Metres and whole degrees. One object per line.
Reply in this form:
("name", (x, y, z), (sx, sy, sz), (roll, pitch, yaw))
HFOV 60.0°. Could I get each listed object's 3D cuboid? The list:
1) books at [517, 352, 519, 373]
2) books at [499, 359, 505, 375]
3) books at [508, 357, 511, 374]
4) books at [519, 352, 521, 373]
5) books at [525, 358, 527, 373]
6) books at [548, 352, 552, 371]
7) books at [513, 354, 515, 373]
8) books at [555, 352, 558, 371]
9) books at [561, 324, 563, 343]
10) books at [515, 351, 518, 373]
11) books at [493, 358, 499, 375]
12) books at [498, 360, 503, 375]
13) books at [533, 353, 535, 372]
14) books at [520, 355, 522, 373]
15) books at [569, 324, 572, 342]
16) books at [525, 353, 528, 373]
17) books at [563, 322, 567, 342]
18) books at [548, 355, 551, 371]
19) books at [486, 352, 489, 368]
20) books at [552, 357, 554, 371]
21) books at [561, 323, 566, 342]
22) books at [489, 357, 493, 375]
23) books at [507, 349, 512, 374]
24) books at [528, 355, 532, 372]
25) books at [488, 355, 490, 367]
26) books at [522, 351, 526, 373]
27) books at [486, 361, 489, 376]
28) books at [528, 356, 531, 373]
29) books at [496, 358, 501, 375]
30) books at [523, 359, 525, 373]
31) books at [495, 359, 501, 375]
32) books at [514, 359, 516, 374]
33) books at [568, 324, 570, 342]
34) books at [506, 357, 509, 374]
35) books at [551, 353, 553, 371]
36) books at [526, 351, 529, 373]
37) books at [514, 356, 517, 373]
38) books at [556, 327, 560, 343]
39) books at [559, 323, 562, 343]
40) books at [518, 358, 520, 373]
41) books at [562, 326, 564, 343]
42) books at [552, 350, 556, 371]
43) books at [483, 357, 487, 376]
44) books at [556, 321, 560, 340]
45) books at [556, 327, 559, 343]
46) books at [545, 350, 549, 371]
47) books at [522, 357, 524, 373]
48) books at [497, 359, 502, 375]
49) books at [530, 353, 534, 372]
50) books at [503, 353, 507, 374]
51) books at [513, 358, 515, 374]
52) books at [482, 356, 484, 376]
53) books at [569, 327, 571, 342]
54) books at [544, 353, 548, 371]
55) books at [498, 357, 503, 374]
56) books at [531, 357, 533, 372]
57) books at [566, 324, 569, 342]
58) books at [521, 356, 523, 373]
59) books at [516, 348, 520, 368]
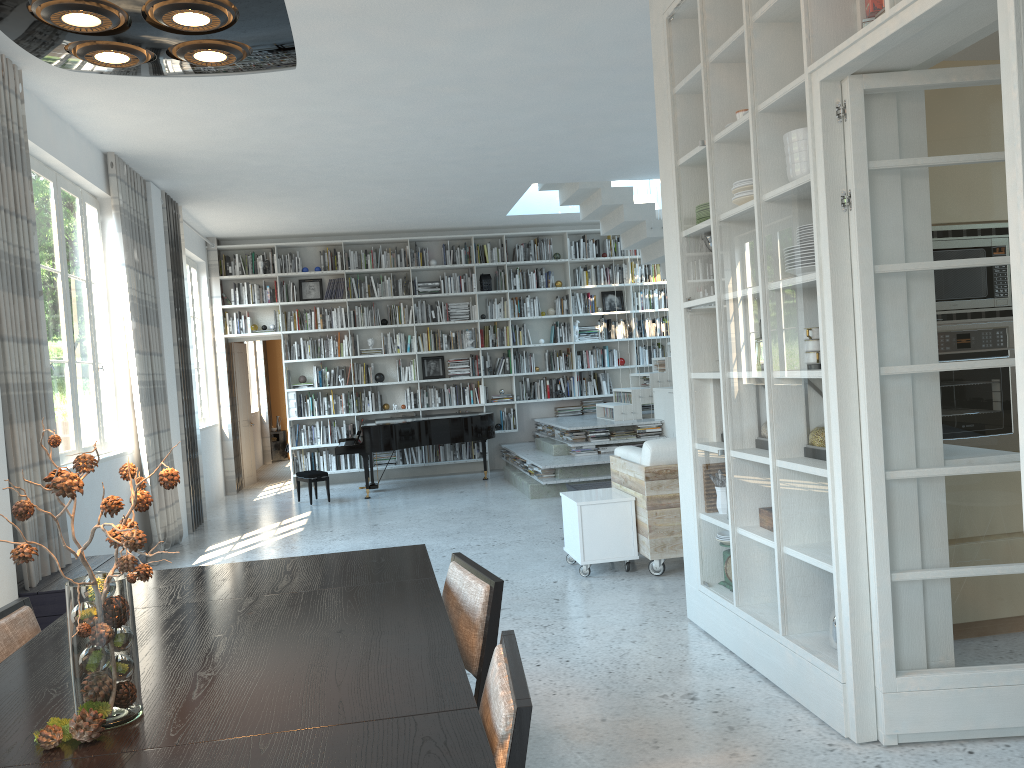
("books", (0.069, -0.283, 11.906), (0.006, 0.281, 0.155), (-4, 2, -9))
("books", (-0.145, -0.226, 11.876), (0.091, 0.205, 0.169), (-4, 2, -9))
("books", (-0.049, -0.247, 11.886), (0.021, 0.226, 0.148), (-4, 2, -9))
("books", (0.102, -0.287, 11.903), (0.005, 0.284, 0.159), (-4, 2, -9))
("books", (0.180, -0.252, 11.932), (0.013, 0.203, 0.167), (-4, 2, -9))
("books", (0.511, -0.306, 11.981), (0.015, 0.262, 0.149), (-4, 2, -9))
("books", (0.019, -0.272, 11.894), (0.010, 0.266, 0.158), (-4, 2, -9))
("books", (0.582, -0.305, 11.972), (0.018, 0.251, 0.184), (-4, 2, -9))
("books", (0.660, -0.683, 11.988), (0.015, 0.259, 0.152), (-4, 2, -9))
("books", (0.057, -0.289, 11.905), (0.018, 0.295, 0.177), (-4, 2, -9))
("books", (-0.219, -0.233, 11.847), (0.095, 0.228, 0.190), (-4, 2, -9))
("books", (-0.160, -0.232, 11.885), (0.090, 0.215, 0.139), (-4, 2, -9))
("books", (0.283, -0.284, 11.944), (0.013, 0.251, 0.172), (-4, 2, -9))
("books", (0.111, -0.270, 11.908), (0.013, 0.249, 0.165), (-4, 2, -9))
("books", (0.785, -0.685, 12.004), (0.010, 0.246, 0.158), (-4, 2, -9))
("books", (0.192, -0.285, 11.921), (0.012, 0.267, 0.183), (-4, 2, -9))
("books", (0.716, -0.693, 11.983), (0.012, 0.273, 0.183), (-4, 2, -9))
("books", (0.499, -0.281, 11.966), (0.015, 0.216, 0.177), (-4, 2, -9))
("books", (-0.325, -0.268, 11.847), (0.013, 0.307, 0.141), (-4, 2, -9))
("books", (0.541, -0.281, 12.006), (0.031, 0.208, 0.122), (-4, 2, -9))
("books", (0.690, -0.693, 12.001), (0.032, 0.275, 0.154), (-4, 2, -9))
("books", (-0.289, -0.242, 11.863), (0.035, 0.248, 0.141), (-4, 2, -9))
("books", (-0.035, -0.298, 11.885), (0.014, 0.325, 0.182), (-4, 2, -9))
("books", (0.242, -0.274, 11.936), (0.015, 0.238, 0.176), (-4, 2, -9))
("books", (-0.313, -0.249, 11.858), (0.012, 0.266, 0.157), (-4, 2, -9))
("books", (0.160, -0.297, 11.910), (0.014, 0.297, 0.175), (-4, 2, -9))
("books", (-0.339, -0.209, 11.830), (0.027, 0.192, 0.182), (-4, 1, -9))
("books", (0.230, -0.266, 11.944), (0.008, 0.223, 0.133), (-4, 2, -9))
("books", (-0.190, -0.235, 11.877), (0.095, 0.226, 0.144), (-4, 2, -9))
("books", (0.150, -0.241, 11.911), (0.013, 0.186, 0.183), (-4, 1, -9))
("books", (-0.202, -0.226, 11.854), (0.089, 0.210, 0.175), (-4, 2, -9))
("books", (0.032, -0.234, 11.907), (0.015, 0.188, 0.168), (-4, 2, -9))
("books", (0.753, -0.686, 11.993), (0.011, 0.253, 0.169), (-4, 2, -9))
("books", (-0.072, -0.244, 11.871), (0.029, 0.223, 0.171), (-4, 2, -9))
("books", (0.522, -0.305, 11.983), (0.008, 0.259, 0.158), (-4, 2, -9))
("books", (0.208, -0.295, 11.939), (0.006, 0.285, 0.159), (-4, 2, -9))
("books", (0.042, -0.261, 11.917), (0.011, 0.239, 0.136), (-4, 2, -9))
("books", (0.611, -0.659, 11.978), (0.013, 0.219, 0.187), (-4, 2, -9))
("books", (0.644, -0.683, 11.985), (0.018, 0.263, 0.165), (-4, 2, -9))
("books", (0.080, -0.246, 11.916), (0.013, 0.204, 0.154), (-4, 2, -9))
("books", (0.676, -0.666, 11.984), (0.012, 0.224, 0.178), (-4, 2, -9))
("books", (0.564, -0.321, 11.995), (0.007, 0.285, 0.159), (-4, 2, -9))
("books", (-0.371, -0.238, 11.845), (0.028, 0.253, 0.142), (-4, 2, -9))
("books", (0.619, -0.698, 11.995), (0.013, 0.295, 0.154), (-4, 2, -9))
("books", (0.602, -0.654, 11.977), (0.006, 0.210, 0.188), (-4, 2, -9))
("books", (0.477, -0.318, 11.990), (0.016, 0.290, 0.131), (-4, 2, -9))
("books", (0.136, -0.256, 11.914), (0.013, 0.218, 0.160), (-4, 2, -9))
("books", (-0.178, -0.228, 11.874), (0.090, 0.212, 0.143), (-4, 2, -9))
("books", (0.269, -0.287, 11.941), (0.014, 0.261, 0.142), (-4, 2, -9))
("books", (-0.098, -0.274, 11.887), (0.013, 0.286, 0.138), (-4, 2, -9))
("books", (0.009, -0.251, 11.900), (0.012, 0.226, 0.147), (-4, 2, -9))
("books", (-0.398, -0.241, 11.844), (0.024, 0.263, 0.154), (-4, 2, -9))
("books", (0.769, -0.667, 12.012), (0.023, 0.212, 0.164), (-4, 2, -9))
("books", (0.463, -0.297, 11.975), (0.019, 0.252, 0.130), (-4, 2, -9))
("books", (-0.163, -0.244, 11.874), (0.094, 0.238, 0.149), (-4, 2, -9))
("books", (0.258, -0.260, 11.935), (0.014, 0.207, 0.180), (-4, 2, -9))
("books", (0.738, -0.681, 12.009), (0.013, 0.245, 0.158), (-4, 2, -9))
("books", (0.126, -0.259, 11.899), (0.011, 0.226, 0.188), (-4, 2, -9))
("books", (0.083, -0.315, 11.924), (0.007, 0.342, 0.149), (-4, 2, -9))
